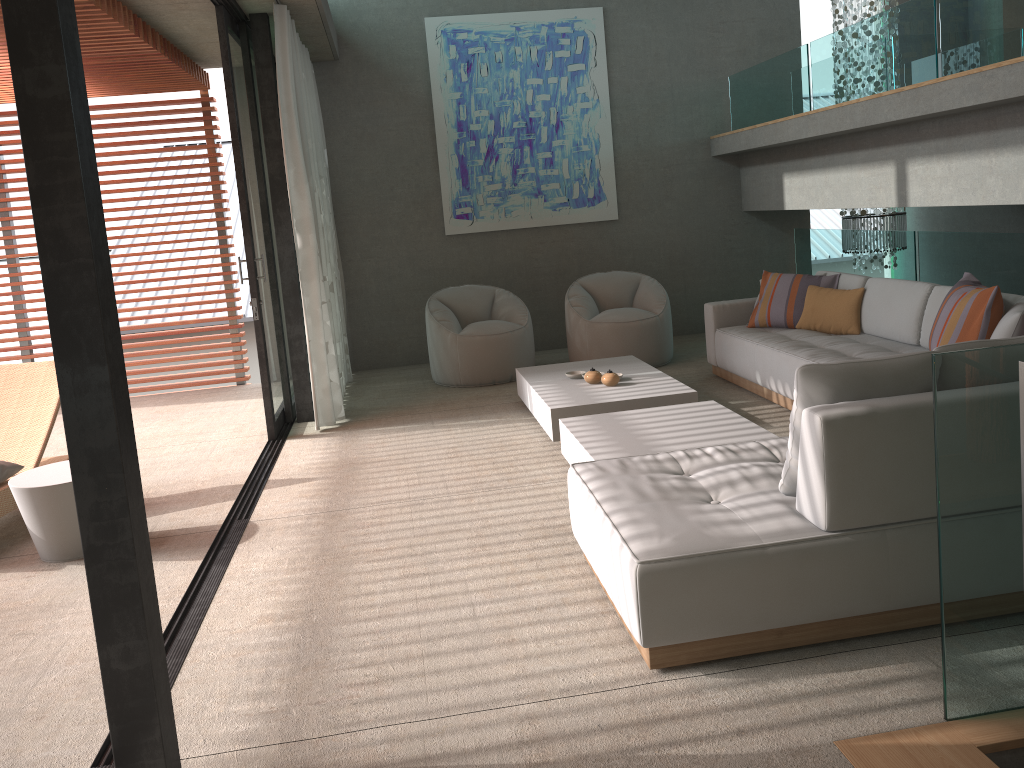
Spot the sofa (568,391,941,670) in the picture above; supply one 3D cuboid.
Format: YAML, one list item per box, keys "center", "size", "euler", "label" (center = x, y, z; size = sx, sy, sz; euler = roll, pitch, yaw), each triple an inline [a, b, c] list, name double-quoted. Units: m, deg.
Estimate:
- center: [1.067, 0.336, 3.175]
  size: [1.597, 0.726, 1.024]
  euler: [-6, 10, -7]
  label: "sofa"

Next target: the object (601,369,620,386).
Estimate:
- center: [0.631, -0.041, 5.677]
  size: [0.119, 0.105, 0.121]
  euler: [0, 10, 27]
  label: "object"

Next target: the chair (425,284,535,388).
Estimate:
- center: [-0.277, -0.448, 7.672]
  size: [0.922, 0.780, 0.931]
  euler: [-6, 9, -3]
  label: "chair"

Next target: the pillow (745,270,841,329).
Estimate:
- center: [2.052, -0.610, 6.449]
  size: [0.656, 0.437, 0.344]
  euler: [2, 11, 36]
  label: "pillow"

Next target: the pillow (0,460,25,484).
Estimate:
- center: [-2.880, 0.493, 4.380]
  size: [0.595, 0.192, 0.601]
  euler: [-4, 11, 4]
  label: "pillow"

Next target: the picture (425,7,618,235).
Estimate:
- center: [0.114, -2.543, 8.554]
  size: [1.722, 2.029, 0.030]
  euler: [-6, 7, -7]
  label: "picture"

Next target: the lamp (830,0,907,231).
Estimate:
- center: [3.467, -3.058, 8.616]
  size: [1.005, 3.901, 1.004]
  euler: [-9, 8, -27]
  label: "lamp"

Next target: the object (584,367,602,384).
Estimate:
- center: [0.532, -0.056, 5.796]
  size: [0.119, 0.105, 0.121]
  euler: [-6, 9, -3]
  label: "object"

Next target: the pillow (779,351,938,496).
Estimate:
- center: [1.140, 0.139, 2.916]
  size: [0.492, 0.478, 0.268]
  euler: [-6, 8, -7]
  label: "pillow"

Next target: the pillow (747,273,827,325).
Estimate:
- center: [2.086, -0.609, 6.647]
  size: [0.618, 0.416, 0.315]
  euler: [0, 10, 29]
  label: "pillow"

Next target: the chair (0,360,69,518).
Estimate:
- center: [-2.960, 0.509, 4.046]
  size: [0.699, 0.818, 2.324]
  euler: [-4, 11, 8]
  label: "chair"

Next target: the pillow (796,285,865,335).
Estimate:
- center: [2.225, -0.514, 6.128]
  size: [0.228, 0.321, 0.464]
  euler: [-13, 12, -44]
  label: "pillow"

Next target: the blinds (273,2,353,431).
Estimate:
- center: [-1.589, -1.332, 7.213]
  size: [0.223, 2.894, 2.450]
  euler: [-6, 9, -7]
  label: "blinds"

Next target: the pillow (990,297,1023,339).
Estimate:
- center: [2.413, -0.215, 4.280]
  size: [0.239, 0.401, 0.601]
  euler: [0, 11, 35]
  label: "pillow"

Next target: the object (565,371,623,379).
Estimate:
- center: [0.549, -0.050, 5.931]
  size: [0.437, 0.039, 0.156]
  euler: [4, 14, 38]
  label: "object"

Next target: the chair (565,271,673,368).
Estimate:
- center: [0.930, -0.568, 7.735]
  size: [0.921, 0.780, 0.932]
  euler: [-2, 10, 17]
  label: "chair"

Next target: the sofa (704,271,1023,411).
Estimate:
- center: [2.247, -0.198, 5.284]
  size: [1.050, 0.745, 3.498]
  euler: [-6, 11, -7]
  label: "sofa"

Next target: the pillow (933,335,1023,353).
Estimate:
- center: [1.614, 0.074, 2.974]
  size: [0.492, 0.493, 0.240]
  euler: [-6, 8, -7]
  label: "pillow"

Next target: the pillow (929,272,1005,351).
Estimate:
- center: [2.339, -0.297, 4.592]
  size: [0.310, 0.489, 0.746]
  euler: [-3, 10, 16]
  label: "pillow"

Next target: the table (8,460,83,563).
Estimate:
- center: [-2.131, 0.612, 4.263]
  size: [0.477, 0.389, 0.478]
  euler: [-10, 10, -25]
  label: "table"
